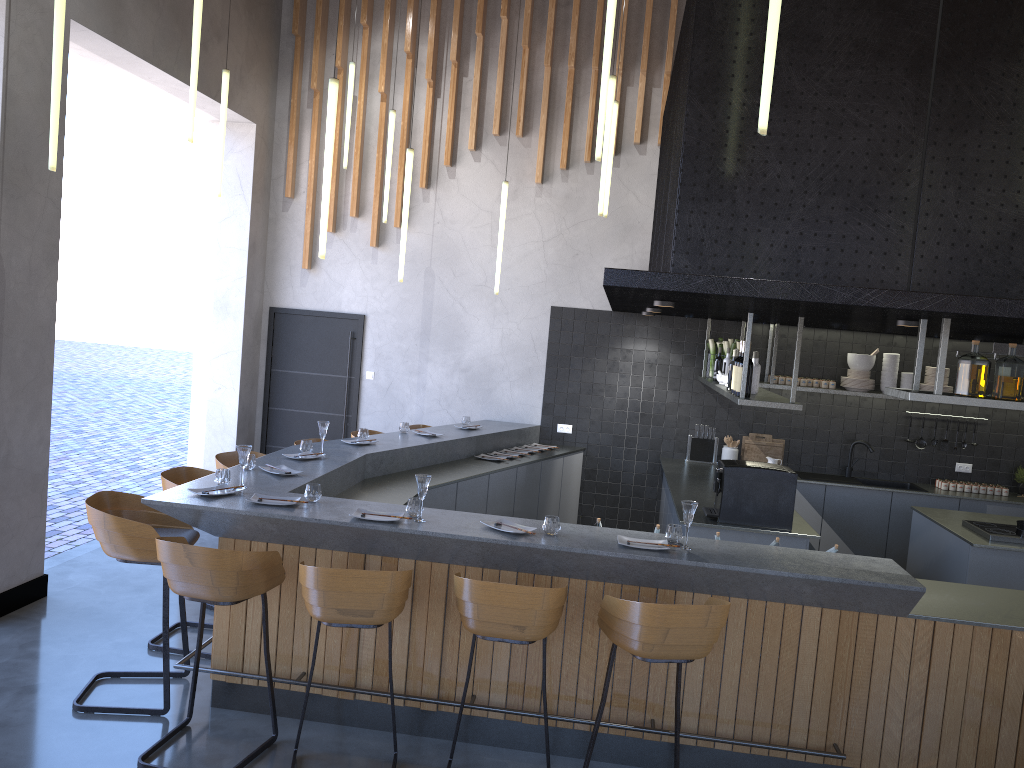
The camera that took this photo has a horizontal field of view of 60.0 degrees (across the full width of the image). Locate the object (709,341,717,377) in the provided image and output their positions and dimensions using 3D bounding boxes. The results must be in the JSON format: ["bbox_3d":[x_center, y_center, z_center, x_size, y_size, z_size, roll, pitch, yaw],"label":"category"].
[{"bbox_3d":[1.908,-0.237,8.421,0.055,0.345,0.118,6,4,22],"label":"object"}]

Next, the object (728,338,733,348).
[{"bbox_3d":[2.044,-0.236,8.302,0.084,0.386,0.046,2,5,-31],"label":"object"}]

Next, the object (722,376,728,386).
[{"bbox_3d":[1.787,-0.036,7.187,0.159,0.110,0.172,4,4,-11],"label":"object"}]

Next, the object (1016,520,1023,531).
[{"bbox_3d":[3.772,1.029,6.318,0.232,0.061,0.351,4,4,-15],"label":"object"}]

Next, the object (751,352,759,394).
[{"bbox_3d":[1.729,-0.080,6.358,0.073,0.305,0.072,4,4,-6],"label":"object"}]

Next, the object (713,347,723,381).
[{"bbox_3d":[1.838,-0.177,7.883,0.073,0.305,0.072,5,4,3],"label":"object"}]

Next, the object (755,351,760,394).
[{"bbox_3d":[1.775,-0.085,6.485,0.072,0.305,0.073,1,5,-41],"label":"object"}]

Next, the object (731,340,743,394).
[{"bbox_3d":[1.609,-0.117,6.244,0.101,0.378,0.100,5,4,0],"label":"object"}]

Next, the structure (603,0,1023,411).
[{"bbox_3d":[4.998,-0.767,5.795,8.600,2.382,4.958,5,4,7],"label":"structure"}]

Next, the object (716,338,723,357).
[{"bbox_3d":[1.958,-0.248,8.399,0.056,0.381,0.113,6,4,20],"label":"object"}]

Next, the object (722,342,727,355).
[{"bbox_3d":[1.999,-0.210,8.138,0.169,0.349,0.056,6,4,19],"label":"object"}]

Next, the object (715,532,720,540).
[{"bbox_3d":[1.053,0.864,4.573,0.038,0.203,0.057,7,5,32],"label":"object"}]

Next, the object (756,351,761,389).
[{"bbox_3d":[1.815,-0.091,6.616,0.073,0.305,0.072,8,5,39],"label":"object"}]

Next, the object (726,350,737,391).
[{"bbox_3d":[1.648,-0.103,6.605,0.072,0.305,0.073,2,5,-40],"label":"object"}]

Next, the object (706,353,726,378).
[{"bbox_3d":[1.983,-0.164,8.400,0.248,0.231,0.234,6,4,17],"label":"object"}]

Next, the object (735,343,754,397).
[{"bbox_3d":[1.578,-0.102,5.990,0.101,0.378,0.100,5,4,0],"label":"object"}]

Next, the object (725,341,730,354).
[{"bbox_3d":[1.991,-0.211,8.082,0.141,0.356,0.057,6,4,21],"label":"object"}]

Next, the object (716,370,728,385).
[{"bbox_3d":[1.790,-0.051,7.414,0.159,0.110,0.172,6,4,12],"label":"object"}]

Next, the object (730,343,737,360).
[{"bbox_3d":[1.958,-0.201,7.972,0.118,0.345,0.055,8,5,40],"label":"object"}]

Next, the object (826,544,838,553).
[{"bbox_3d":[1.633,0.916,4.534,0.040,0.203,0.100,3,4,-22],"label":"object"}]

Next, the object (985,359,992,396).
[{"bbox_3d":[3.296,-0.009,6.141,0.031,0.336,0.104,5,4,6],"label":"object"}]

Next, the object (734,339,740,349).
[{"bbox_3d":[1.995,-0.217,8.011,0.113,0.381,0.056,8,5,38],"label":"object"}]

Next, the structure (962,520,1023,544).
[{"bbox_3d":[3.601,1.052,6.284,0.599,0.060,0.510,5,4,7],"label":"structure"}]

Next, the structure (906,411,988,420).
[{"bbox_3d":[4.123,0.302,8.418,0.743,0.018,0.074,5,4,7],"label":"structure"}]

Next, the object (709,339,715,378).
[{"bbox_3d":[1.883,-0.243,8.340,0.105,0.365,0.047,7,4,25],"label":"object"}]

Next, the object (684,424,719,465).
[{"bbox_3d":[1.854,0.584,8.624,0.322,0.371,0.067,5,4,7],"label":"object"}]

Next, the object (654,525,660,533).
[{"bbox_3d":[0.753,0.834,4.636,0.029,0.203,0.077,5,4,-3],"label":"object"}]

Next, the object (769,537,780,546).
[{"bbox_3d":[1.338,0.890,4.547,0.096,0.203,0.048,2,5,-39],"label":"object"}]

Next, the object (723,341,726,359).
[{"bbox_3d":[2.023,-0.232,8.425,0.057,0.356,0.141,5,4,3],"label":"object"}]

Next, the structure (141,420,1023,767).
[{"bbox_3d":[2.874,1.224,6.267,8.945,1.400,4.889,5,4,7],"label":"structure"}]

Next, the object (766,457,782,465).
[{"bbox_3d":[2.461,0.766,8.366,0.115,0.144,0.127,1,6,-44],"label":"object"}]

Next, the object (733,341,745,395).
[{"bbox_3d":[1.594,-0.110,6.118,0.101,0.378,0.100,5,4,0],"label":"object"}]

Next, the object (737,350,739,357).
[{"bbox_3d":[1.694,-0.108,6.733,0.073,0.305,0.072,6,4,15],"label":"object"}]

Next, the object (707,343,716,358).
[{"bbox_3d":[1.964,-0.228,8.486,0.220,0.330,0.054,6,4,20],"label":"object"}]

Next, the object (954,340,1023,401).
[{"bbox_3d":[2.503,-0.053,4.308,0.630,0.274,0.139,5,4,5],"label":"object"}]

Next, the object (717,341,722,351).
[{"bbox_3d":[1.951,-0.227,8.327,0.093,0.347,0.057,4,4,-15],"label":"object"}]

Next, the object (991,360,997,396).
[{"bbox_3d":[3.325,-0.026,6.019,0.103,0.280,0.103,8,5,37],"label":"object"}]

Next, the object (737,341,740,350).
[{"bbox_3d":[2.027,-0.201,7.922,0.047,0.365,0.105,9,5,43],"label":"object"}]

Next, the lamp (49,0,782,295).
[{"bbox_3d":[2.090,-5.102,3.734,8.975,10.231,8.774,5,4,5],"label":"lamp"}]

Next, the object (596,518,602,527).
[{"bbox_3d":[0.455,0.806,4.673,0.042,0.203,0.076,8,5,40],"label":"object"}]

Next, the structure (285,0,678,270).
[{"bbox_3d":[2.220,-0.905,3.517,10.399,5.894,10.127,5,4,7],"label":"structure"}]

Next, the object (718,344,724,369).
[{"bbox_3d":[1.914,-0.201,8.047,0.054,0.330,0.220,8,5,38],"label":"object"}]

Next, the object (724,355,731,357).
[{"bbox_3d":[2.003,-0.138,8.045,0.234,0.231,0.248,8,5,35],"label":"object"}]

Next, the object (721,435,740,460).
[{"bbox_3d":[2.116,0.643,8.581,0.158,0.303,0.175,6,4,10],"label":"object"}]

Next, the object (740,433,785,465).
[{"bbox_3d":[2.444,0.654,8.630,0.400,0.330,0.098,5,4,7],"label":"object"}]

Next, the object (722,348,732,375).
[{"bbox_3d":[1.881,-0.164,7.753,0.073,0.305,0.072,3,4,-20],"label":"object"}]

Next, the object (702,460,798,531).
[{"bbox_3d":[1.599,0.736,5.998,0.562,0.400,0.322,5,4,7],"label":"object"}]
